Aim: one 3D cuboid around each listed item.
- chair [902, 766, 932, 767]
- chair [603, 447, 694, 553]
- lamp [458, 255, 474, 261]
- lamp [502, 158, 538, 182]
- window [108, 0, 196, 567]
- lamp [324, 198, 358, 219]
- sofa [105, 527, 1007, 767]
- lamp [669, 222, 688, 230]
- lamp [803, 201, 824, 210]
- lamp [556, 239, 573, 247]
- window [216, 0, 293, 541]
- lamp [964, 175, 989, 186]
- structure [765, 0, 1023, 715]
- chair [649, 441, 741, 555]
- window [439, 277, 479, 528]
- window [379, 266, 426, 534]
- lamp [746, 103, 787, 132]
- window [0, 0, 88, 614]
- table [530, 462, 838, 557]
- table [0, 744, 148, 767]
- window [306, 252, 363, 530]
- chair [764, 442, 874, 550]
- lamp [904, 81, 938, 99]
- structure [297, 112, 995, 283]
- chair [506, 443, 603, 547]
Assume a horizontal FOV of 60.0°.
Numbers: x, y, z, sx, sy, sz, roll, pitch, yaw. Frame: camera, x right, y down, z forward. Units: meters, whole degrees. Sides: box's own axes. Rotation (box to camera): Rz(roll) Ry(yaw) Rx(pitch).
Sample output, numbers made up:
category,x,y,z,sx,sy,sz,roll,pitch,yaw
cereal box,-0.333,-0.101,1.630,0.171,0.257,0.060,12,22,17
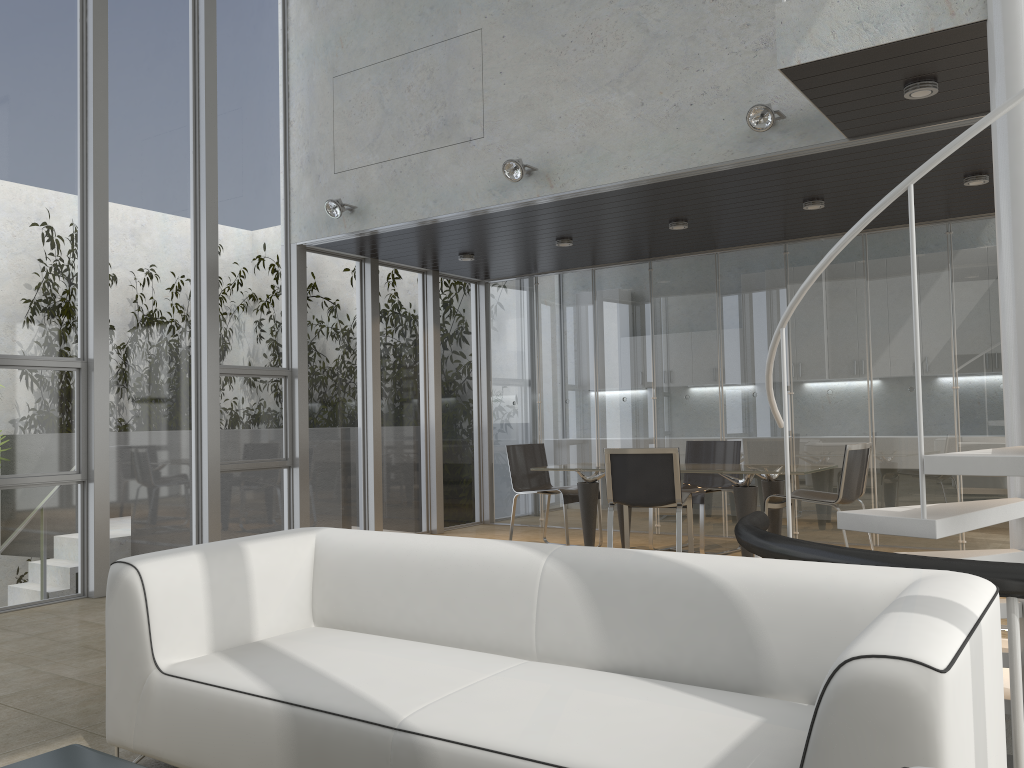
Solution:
category,x,y,z,sx,sy,sz,roll,pitch,yaw
chair,0.526,0.756,0.606,0.720,0.635,0.829,-3,-3,39
chair,1.029,0.927,6.605,0.546,0.922,0.660,-2,-2,19
lamp,-0.429,-1.189,8.350,0.149,0.038,0.149,1,-3,-41
lamp,0.048,-1.472,6.163,0.197,0.154,0.254,-3,-3,34
window,-2.688,-1.385,6.587,0.010,5.650,0.741,-3,-3,34
lamp,-1.391,-1.401,7.124,0.197,0.154,0.228,-3,-3,34
sofa,-0.042,0.851,2.657,2.601,0.638,0.971,-3,-3,34
lamp,1.341,-1.277,7.147,0.149,0.038,0.149,1,-3,-41
lamp,2.227,-1.321,6.546,0.149,0.038,0.149,1,-3,-41
lamp,0.456,-1.233,7.749,0.149,0.038,0.149,1,-3,-41
window,-2.162,-1.365,7.333,0.050,5.700,0.800,-3,-3,34
lamp,3.112,-1.365,5.945,0.149,0.038,0.149,1,-3,-41
structure,1.110,0.904,5.830,6.700,6.900,4.916,-3,-3,34
chair,1.558,0.952,7.500,0.546,0.922,0.660,-4,-3,44
window,-0.600,0.193,9.546,0.010,2.645,0.741,-3,-3,34
window,-1.114,0.173,8.791,0.010,2.645,0.741,-3,-3,34
lamp,1.479,-1.544,5.191,0.197,0.154,0.254,-3,-3,34
window,-3.189,-1.405,5.823,0.050,5.700,0.800,-3,-3,34
table,1.343,1.027,7.089,2.250,0.733,0.900,-3,-3,34
table,-0.581,1.020,1.528,1.420,0.390,0.532,-3,-3,34
window,-1.628,0.154,8.035,0.010,2.645,0.741,-3,-3,34
chair,2.244,0.894,6.464,0.660,0.922,0.546,-3,-3,39
lamp,1.961,-1.409,4.253,0.149,0.038,0.149,1,-3,-41
structure,-1.671,-1.949,4.543,9.817,6.605,10.665,-3,-3,33
chair,0.360,0.988,7.750,0.660,0.922,0.546,-3,-3,39
